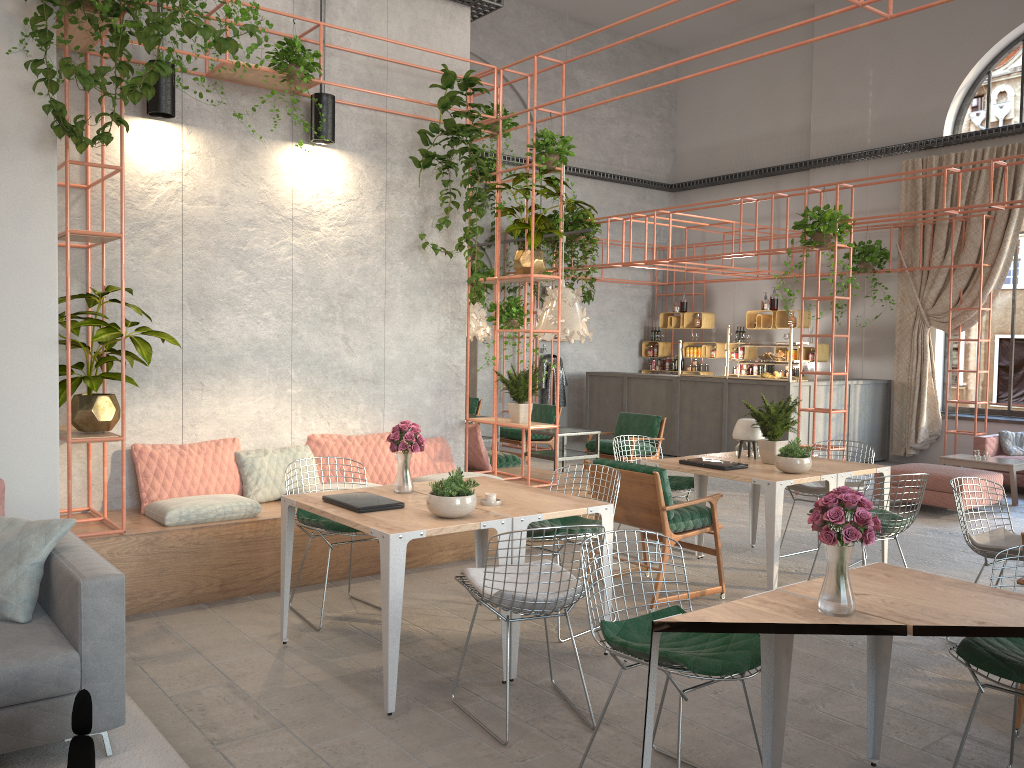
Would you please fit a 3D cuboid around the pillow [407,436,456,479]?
[{"bbox_3d":[-0.755,0.662,7.543,0.666,0.385,0.289,-1,4,-42],"label":"pillow"}]

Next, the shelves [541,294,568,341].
[{"bbox_3d":[0.773,-1.126,15.171,0.560,0.790,0.186,-1,3,-37],"label":"shelves"}]

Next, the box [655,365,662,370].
[{"bbox_3d":[2.681,-0.296,16.201,0.058,0.093,0.122,-1,3,-38],"label":"box"}]

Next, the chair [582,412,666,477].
[{"bbox_3d":[1.258,0.805,9.979,0.685,0.929,0.722,-1,3,-38],"label":"chair"}]

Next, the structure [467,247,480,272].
[{"bbox_3d":[-1.052,-2.024,13.844,1.312,0.505,0.063,-1,3,-38],"label":"structure"}]

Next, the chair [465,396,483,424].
[{"bbox_3d":[-0.883,0.645,12.748,0.685,0.930,0.722,-1,3,-38],"label":"chair"}]

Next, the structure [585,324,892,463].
[{"bbox_3d":[3.517,0.089,14.318,2.579,2.022,4.057,-1,3,-38],"label":"structure"}]

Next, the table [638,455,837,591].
[{"bbox_3d":[1.589,1.008,6.377,0.694,0.830,1.205,-1,3,-38],"label":"table"}]

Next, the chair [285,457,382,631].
[{"bbox_3d":[-1.069,0.961,5.518,0.565,0.941,0.717,-1,3,-36],"label":"chair"}]

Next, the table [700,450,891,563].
[{"bbox_3d":[2.138,0.997,6.806,0.694,0.830,1.214,-1,3,-38],"label":"table"}]

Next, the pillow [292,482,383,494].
[{"bbox_3d":[-1.263,0.833,6.651,0.637,0.149,0.491,-1,3,-37],"label":"pillow"}]

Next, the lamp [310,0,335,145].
[{"bbox_3d":[-1.449,-2.582,6.818,0.179,1.425,0.185,-1,3,-38],"label":"lamp"}]

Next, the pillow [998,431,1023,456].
[{"bbox_3d":[6.286,0.738,10.912,0.500,0.324,0.307,1,3,-3],"label":"pillow"}]

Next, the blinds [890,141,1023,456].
[{"bbox_3d":[7.207,-1.025,11.266,0.414,4.389,4.957,-1,3,-37],"label":"blinds"}]

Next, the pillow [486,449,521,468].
[{"bbox_3d":[-0.284,0.750,8.821,0.491,0.149,0.637,-1,3,-37],"label":"pillow"}]

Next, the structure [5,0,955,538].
[{"bbox_3d":[-1.313,-0.999,6.583,4.501,4.345,14.096,-1,3,-39],"label":"structure"}]

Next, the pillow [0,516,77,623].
[{"bbox_3d":[-2.002,0.708,3.450,0.495,0.349,0.308,1,3,12],"label":"pillow"}]

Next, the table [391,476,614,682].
[{"bbox_3d":[-0.096,1.041,5.081,0.694,0.830,1.214,-1,3,-38],"label":"table"}]

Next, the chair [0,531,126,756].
[{"bbox_3d":[-2.135,0.982,3.258,1.127,0.672,1.052,-1,3,-38],"label":"chair"}]

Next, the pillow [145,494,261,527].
[{"bbox_3d":[-2.093,0.849,6.010,0.637,0.149,0.491,-1,3,-37],"label":"pillow"}]

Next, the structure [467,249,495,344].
[{"bbox_3d":[-0.639,-1.407,14.322,0.950,1.527,0.921,-1,3,-39],"label":"structure"}]

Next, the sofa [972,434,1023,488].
[{"bbox_3d":[6.389,1.010,10.103,1.960,0.672,2.219,-1,3,-37],"label":"sofa"}]

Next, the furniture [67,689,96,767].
[{"bbox_3d":[-1.407,1.157,2.141,0.941,0.446,0.975,-1,3,-38],"label":"furniture"}]

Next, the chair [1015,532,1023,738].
[{"bbox_3d":[2.668,1.102,3.822,0.685,0.917,0.722,-1,3,-38],"label":"chair"}]

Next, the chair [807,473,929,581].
[{"bbox_3d":[2.307,1.002,5.780,0.565,0.941,0.717,0,3,-21],"label":"chair"}]

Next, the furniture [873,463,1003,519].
[{"bbox_3d":[4.575,1.116,9.531,0.941,0.446,0.976,-1,3,-38],"label":"furniture"}]

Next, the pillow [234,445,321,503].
[{"bbox_3d":[-1.769,0.682,6.759,0.666,0.385,0.289,-1,4,-42],"label":"pillow"}]

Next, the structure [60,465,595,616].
[{"bbox_3d":[-2.690,1.009,8.836,4.386,0.500,5.831,-1,3,-38],"label":"structure"}]

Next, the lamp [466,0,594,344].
[{"bbox_3d":[-0.543,-2.526,10.685,0.704,4.052,4.456,-1,3,-38],"label":"lamp"}]

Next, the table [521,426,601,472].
[{"bbox_3d":[0.514,0.886,9.420,0.635,0.798,0.602,-1,3,-38],"label":"table"}]

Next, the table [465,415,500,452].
[{"bbox_3d":[-0.558,0.806,10.807,0.635,0.798,0.602,-1,3,-38],"label":"table"}]

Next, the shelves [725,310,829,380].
[{"bbox_3d":[4.248,-0.268,14.363,0.328,1.838,1.750,-1,3,-38],"label":"shelves"}]

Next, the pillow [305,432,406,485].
[{"bbox_3d":[-1.250,0.625,7.130,0.839,0.474,0.276,0,3,-17],"label":"pillow"}]

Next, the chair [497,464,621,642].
[{"bbox_3d":[0.291,0.988,5.401,0.717,0.941,0.565,-1,3,-41],"label":"chair"}]

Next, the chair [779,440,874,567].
[{"bbox_3d":[2.525,0.944,7.126,0.717,0.941,0.565,-1,3,-41],"label":"chair"}]

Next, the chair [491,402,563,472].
[{"bbox_3d":[0.176,0.724,11.378,0.685,0.930,0.722,-1,3,-38],"label":"chair"}]

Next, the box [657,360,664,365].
[{"bbox_3d":[2.712,-0.389,16.224,0.058,0.093,0.122,0,3,-26],"label":"box"}]

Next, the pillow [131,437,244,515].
[{"bbox_3d":[-2.290,0.642,6.381,0.276,0.474,0.839,3,4,43],"label":"pillow"}]

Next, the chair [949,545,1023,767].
[{"bbox_3d":[1.962,1.113,3.240,0.717,0.941,0.565,-1,3,-41],"label":"chair"}]

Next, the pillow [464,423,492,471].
[{"bbox_3d":[-0.550,0.576,8.469,0.839,0.474,0.276,3,4,43],"label":"pillow"}]

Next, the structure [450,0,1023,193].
[{"bbox_3d":[1.681,-3.253,6.395,15.603,0.110,15.203,-1,3,-38],"label":"structure"}]

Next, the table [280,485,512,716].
[{"bbox_3d":[-0.645,1.052,4.652,0.694,0.830,1.205,-1,3,-38],"label":"table"}]

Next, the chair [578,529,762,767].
[{"bbox_3d":[0.603,1.086,3.356,0.565,0.941,0.717,-1,3,-36],"label":"chair"}]

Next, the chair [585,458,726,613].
[{"bbox_3d":[0.953,0.975,6.012,0.685,0.917,0.722,-1,3,-38],"label":"chair"}]

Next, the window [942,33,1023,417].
[{"bbox_3d":[7.714,-2.263,11.440,0.089,5.538,4.127,-1,3,-38],"label":"window"}]

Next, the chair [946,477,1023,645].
[{"bbox_3d":[2.881,1.044,5.054,0.565,0.941,0.717,-1,3,-36],"label":"chair"}]

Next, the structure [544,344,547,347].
[{"bbox_3d":[0.570,-0.660,15.142,0.066,0.044,0.019,-1,3,-38],"label":"structure"}]

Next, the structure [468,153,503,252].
[{"bbox_3d":[-0.969,-2.856,13.725,1.939,1.514,0.856,-2,4,-44],"label":"structure"}]

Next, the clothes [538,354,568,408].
[{"bbox_3d":[0.706,-0.012,15.185,0.366,0.997,0.625,3,3,32],"label":"clothes"}]

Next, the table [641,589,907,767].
[{"bbox_3d":[1.026,1.177,2.491,0.694,0.830,1.205,-1,3,-38],"label":"table"}]

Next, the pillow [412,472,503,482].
[{"bbox_3d":[-0.458,0.817,7.273,0.637,0.149,0.491,-1,3,-37],"label":"pillow"}]

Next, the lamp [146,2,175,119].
[{"bbox_3d":[-2.405,-2.563,6.080,0.179,1.425,0.185,-1,3,-38],"label":"lamp"}]

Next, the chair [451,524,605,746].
[{"bbox_3d":[0.073,1.046,4.055,0.565,0.941,0.717,0,3,-21],"label":"chair"}]

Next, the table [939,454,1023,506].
[{"bbox_3d":[5.486,1.095,10.285,0.520,0.455,0.916,-1,3,-38],"label":"table"}]

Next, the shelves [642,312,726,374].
[{"bbox_3d":[3.075,-0.355,15.881,0.328,1.838,1.750,-1,3,-38],"label":"shelves"}]

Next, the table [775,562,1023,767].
[{"bbox_3d":[1.574,1.166,2.918,0.694,0.830,1.214,-1,3,-38],"label":"table"}]

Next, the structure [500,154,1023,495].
[{"bbox_3d":[5.625,-0.486,9.963,4.157,4.247,14.689,-1,3,-38],"label":"structure"}]

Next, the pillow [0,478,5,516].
[{"bbox_3d":[-2.462,0.652,3.500,0.836,0.476,0.273,-1,3,-37],"label":"pillow"}]

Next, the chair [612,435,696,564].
[{"bbox_3d":[1.166,0.917,7.243,0.565,0.941,0.717,-1,3,-36],"label":"chair"}]
